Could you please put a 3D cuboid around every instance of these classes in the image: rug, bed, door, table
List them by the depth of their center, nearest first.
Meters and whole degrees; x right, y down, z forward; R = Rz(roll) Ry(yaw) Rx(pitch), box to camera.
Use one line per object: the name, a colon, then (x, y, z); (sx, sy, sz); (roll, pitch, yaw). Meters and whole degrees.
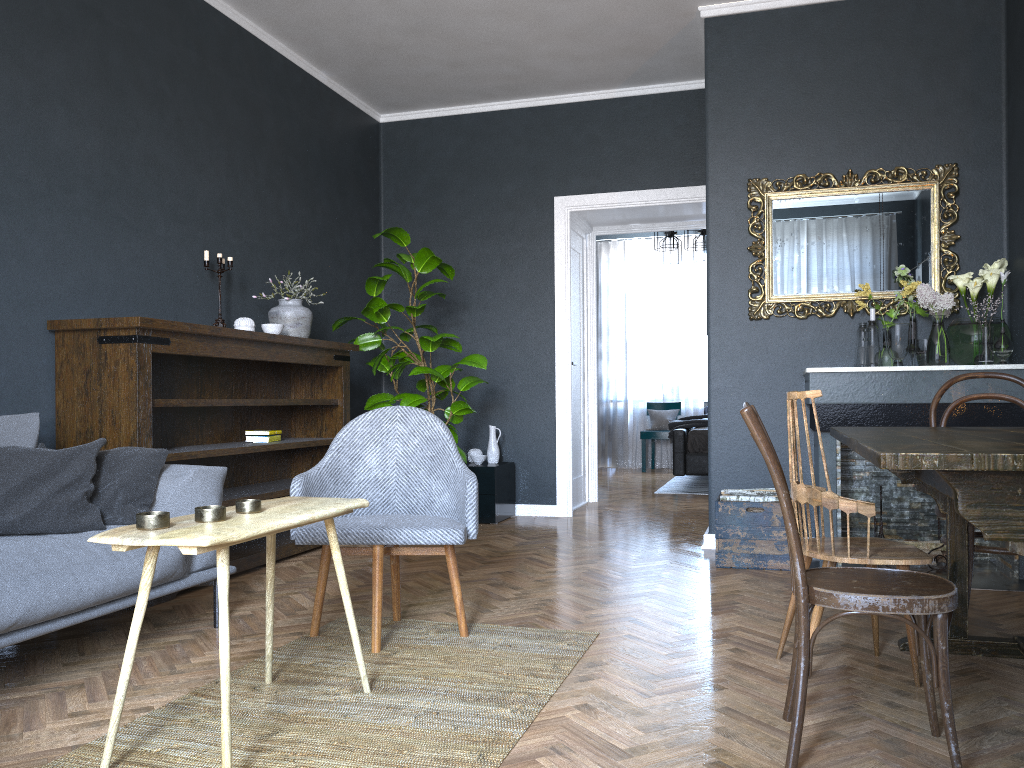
table: (1.446, 0.494, 2.236); (1.126, 0.727, 1.604); (-1, -1, 17)
table: (-0.659, 0.601, 2.244); (0.339, 0.550, 0.787); (-1, -1, 17)
rug: (-0.454, 0.874, 2.323); (1.003, 0.013, 2.011); (-1, -1, 17)
door: (0.458, -0.141, 6.805); (0.162, 2.186, 0.857); (-1, 0, 17)
bed: (2.738, 0.387, 8.491); (2.375, 1.161, 2.266); (-1, -1, 17)
rug: (2.240, 0.974, 8.605); (1.458, 0.013, 2.045); (-1, -1, 17)

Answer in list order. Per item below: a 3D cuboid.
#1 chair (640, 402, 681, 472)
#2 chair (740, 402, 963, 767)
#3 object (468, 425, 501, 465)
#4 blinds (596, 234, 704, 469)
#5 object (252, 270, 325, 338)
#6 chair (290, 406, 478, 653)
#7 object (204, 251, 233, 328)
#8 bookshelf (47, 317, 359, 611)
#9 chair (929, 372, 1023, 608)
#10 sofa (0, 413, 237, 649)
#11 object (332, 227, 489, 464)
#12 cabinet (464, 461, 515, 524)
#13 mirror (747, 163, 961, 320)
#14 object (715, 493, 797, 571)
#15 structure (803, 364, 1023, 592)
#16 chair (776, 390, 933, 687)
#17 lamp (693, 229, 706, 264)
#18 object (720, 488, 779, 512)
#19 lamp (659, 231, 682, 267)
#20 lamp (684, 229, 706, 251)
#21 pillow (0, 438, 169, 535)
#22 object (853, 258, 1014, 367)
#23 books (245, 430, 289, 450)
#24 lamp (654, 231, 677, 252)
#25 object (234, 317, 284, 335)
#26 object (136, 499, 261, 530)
chair: (1.741, 0.610, 10.309); (0.435, 0.798, 0.592); (-1, -1, 17)
chair: (0.783, 0.450, 2.079); (0.467, 0.820, 0.363); (-1, 0, 16)
object: (-0.226, 0.424, 6.224); (0.229, 0.268, 0.228); (0, -1, -40)
blinds: (2.384, -0.391, 10.548); (3.993, 2.788, 0.312); (-1, 0, 17)
object: (-1.250, -0.444, 4.978); (0.385, 0.412, 0.275); (0, 0, -5)
chair: (-0.448, 0.484, 3.153); (0.645, 0.811, 0.495); (0, 0, -5)
object: (-1.514, -0.464, 4.544); (0.130, 0.437, 0.145); (0, 0, -37)
bookshelf: (-1.402, 0.339, 4.468); (0.451, 1.172, 1.919); (-1, -1, 17)
chair: (1.686, 0.411, 3.042); (0.438, 0.920, 0.549); (-1, 0, 19)
sofa: (-1.775, 0.487, 2.358); (0.970, 0.798, 2.340); (-1, -1, 16)
object: (-0.630, -0.004, 5.557); (1.118, 1.899, 0.764); (-1, 0, 10)
cabinet: (-0.357, 0.754, 6.228); (0.650, 0.390, 0.456); (-1, -1, 17)
mirror: (1.788, -0.742, 4.688); (1.057, 0.784, 0.067); (-1, 0, 17)
object: (1.255, 0.739, 4.545); (0.383, 0.326, 0.552); (-1, -1, 17)
structure: (1.931, 0.411, 4.260); (1.065, 0.981, 0.834); (-1, -1, 17)
chair: (1.022, 0.446, 2.690); (0.384, 0.856, 0.456); (0, 0, 2)
lamp: (1.999, -1.639, 9.244); (0.210, 0.747, 0.210); (-1, 0, 30)
object: (1.259, 0.662, 4.545); (0.370, 0.247, 0.533); (-1, -1, 17)
lamp: (1.614, -1.611, 9.037); (0.210, 0.804, 0.210); (-1, 0, 30)
lamp: (1.721, -1.644, 8.297); (0.210, 0.769, 0.210); (-1, 0, 30)
pillow: (-1.547, 0.317, 2.940); (0.442, 0.362, 0.797); (-1, -1, 34)
object: (2.079, -0.351, 4.384); (0.727, 0.547, 0.474); (-1, -1, 20)
books: (-1.331, 0.307, 4.819); (0.174, 0.113, 0.197); (-1, -1, 5)
lamp: (1.500, -1.668, 8.666); (0.210, 0.714, 0.210); (-1, 0, 30)
object: (-1.326, -0.296, 4.650); (0.255, 0.104, 0.118); (0, -1, -18)
object: (-0.726, 0.310, 2.123); (0.103, 0.033, 0.369); (-1, -1, 27)
